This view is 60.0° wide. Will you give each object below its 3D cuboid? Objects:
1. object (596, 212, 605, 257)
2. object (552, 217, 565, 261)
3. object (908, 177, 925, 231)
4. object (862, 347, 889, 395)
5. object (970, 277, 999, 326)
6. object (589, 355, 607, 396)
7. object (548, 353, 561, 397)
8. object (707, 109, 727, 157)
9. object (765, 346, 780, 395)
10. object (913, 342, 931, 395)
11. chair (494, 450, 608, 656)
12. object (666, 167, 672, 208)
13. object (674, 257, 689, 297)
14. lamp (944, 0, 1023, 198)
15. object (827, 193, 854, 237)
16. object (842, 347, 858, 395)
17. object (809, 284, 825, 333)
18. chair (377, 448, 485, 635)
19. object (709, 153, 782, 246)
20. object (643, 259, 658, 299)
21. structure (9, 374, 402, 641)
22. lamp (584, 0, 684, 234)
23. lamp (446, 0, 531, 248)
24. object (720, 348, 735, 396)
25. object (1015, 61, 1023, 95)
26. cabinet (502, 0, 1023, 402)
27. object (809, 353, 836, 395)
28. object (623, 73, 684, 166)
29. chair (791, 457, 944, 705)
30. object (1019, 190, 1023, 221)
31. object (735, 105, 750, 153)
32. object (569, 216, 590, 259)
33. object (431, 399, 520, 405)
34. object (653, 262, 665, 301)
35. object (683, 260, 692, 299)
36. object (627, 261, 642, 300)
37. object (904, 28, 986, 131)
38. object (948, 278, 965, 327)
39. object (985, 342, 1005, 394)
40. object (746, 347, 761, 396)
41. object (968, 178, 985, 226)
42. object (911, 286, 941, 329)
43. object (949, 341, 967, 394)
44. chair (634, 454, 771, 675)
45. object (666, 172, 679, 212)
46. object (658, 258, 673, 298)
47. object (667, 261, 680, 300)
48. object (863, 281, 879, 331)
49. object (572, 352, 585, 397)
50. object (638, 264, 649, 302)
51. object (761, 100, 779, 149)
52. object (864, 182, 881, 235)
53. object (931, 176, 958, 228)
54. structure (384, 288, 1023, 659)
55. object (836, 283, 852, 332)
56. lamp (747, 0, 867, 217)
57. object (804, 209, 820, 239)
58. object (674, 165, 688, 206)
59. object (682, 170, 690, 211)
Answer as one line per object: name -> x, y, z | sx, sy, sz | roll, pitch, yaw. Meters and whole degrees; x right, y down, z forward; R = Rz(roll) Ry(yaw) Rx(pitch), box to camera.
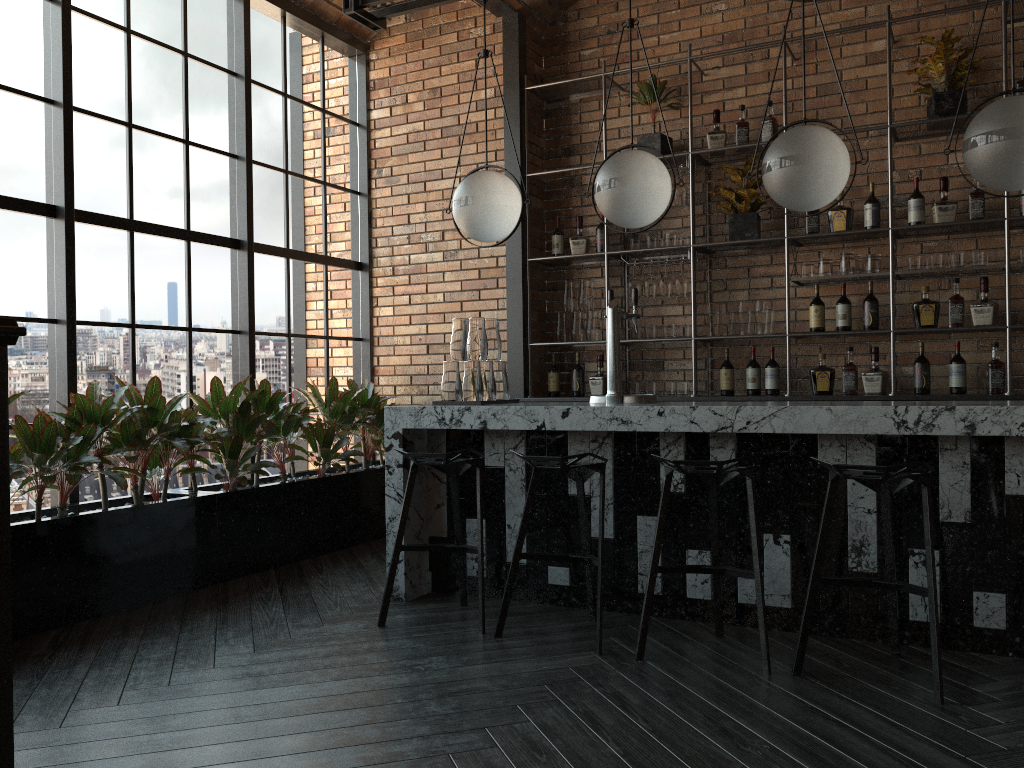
object -> 0.601, -1.000, 5.900 | 0.086, 0.299, 0.086 | -1, 0, -14
object -> 0.317, -0.996, 6.079 | 0.086, 0.298, 0.086 | -1, 0, -14
object -> 2.294, -1.024, 5.027 | 0.086, 0.298, 0.086 | -1, 0, -14
object -> 2.096, -0.076, 5.115 | 0.123, 0.279, 0.123 | -1, 0, 41
object -> 2.588, -0.446, 4.856 | 0.123, 0.279, 0.123 | -1, 0, 41
object -> 0.589, -0.055, 5.896 | 0.123, 0.279, 0.123 | -1, 0, 41
object -> 0.289, -0.060, 6.073 | 0.086, 0.299, 0.086 | -1, 0, -14
object -> 1.280, -1.572, 5.540 | 0.123, 0.279, 0.123 | -1, 0, 16
object -> 1.587, -0.079, 5.402 | 0.086, 0.298, 0.086 | -1, 0, -14
object -> 2.307, -0.089, 4.993 | 0.086, 0.297, 0.086 | -1, 0, -29
chair -> 0.227, 0.624, 3.530 | 0.475, 0.737, 0.414 | -1, 0, 32
object -> 0.963, -1.241, 5.604 | 0.092, 0.244, 0.092 | -1, 0, 33
object -> 1.063, -0.670, 5.557 | 0.092, 0.244, 0.092 | -1, 0, 33
lamp -> 1.824, -1.560, 3.238 | 0.340, 1.754, 0.340 | -1, 0, -17
object -> 1.930, -0.992, 5.207 | 0.151, 0.248, 0.094 | -1, 0, 31
object -> 1.979, -0.077, 5.191 | 0.083, 0.282, 0.083 | -1, 0, 27
object -> 1.817, -0.445, 5.278 | 0.086, 0.299, 0.086 | -1, 0, -14
chair -> -0.280, 0.631, 3.793 | 0.475, 0.737, 0.414 | -1, 0, 17
object -> 1.434, -1.124, 5.433 | 0.430, 0.526, 0.425 | -1, 0, 40
object -> 0.883, -0.667, 5.650 | 0.092, 0.244, 0.092 | -1, 0, 33
structure -> -1.670, 0.484, 4.578 | 0.757, 1.072, 4.107 | -1, 0, 26
lamp -> 0.522, -1.542, 3.912 | 0.340, 1.754, 0.340 | -1, 0, -17
lamp -> -0.128, -1.533, 4.250 | 0.340, 1.754, 0.340 | -1, 0, -17
object -> 1.341, -0.075, 5.528 | 0.086, 0.299, 0.086 | -1, 0, -14
object -> 2.758, -1.595, 4.773 | 0.083, 0.282, 0.083 | -1, 0, 27
cabinet -> 1.523, -0.856, 5.376 | 7.075, 3.779, 0.564 | -1, 0, 27
object -> 1.842, -0.057, 5.261 | 0.151, 0.248, 0.094 | -1, 0, 16
object -> 0.925, -1.705, 5.751 | 0.377, 0.554, 0.422 | -1, 0, 15
chair -> 1.243, 0.610, 3.003 | 0.475, 0.737, 0.414 | -1, 0, 37
object -> 2.779, -1.031, 4.771 | 0.086, 0.299, 0.086 | -1, 0, -14
object -> 1.420, -1.576, 5.467 | 0.083, 0.282, 0.083 | -1, 0, 12
object -> 0.455, -0.987, 5.956 | 0.123, 0.279, 0.123 | -1, 0, 16
object -> -0.173, 0.089, 4.386 | 0.273, 0.019, 0.437 | -1, 0, 27
object -> 0.959, -0.668, 5.797 | 0.092, 0.244, 0.092 | -1, 0, 33
object -> 1.139, -0.671, 5.703 | 0.092, 0.244, 0.092 | -1, 0, 33
object -> 0.786, -0.666, 5.701 | 0.092, 0.244, 0.092 | -1, 0, 33
object -> 2.426, -1.712, 4.985 | 0.425, 0.526, 0.430 | -1, 0, 30
object -> 2.472, -0.447, 4.932 | 0.083, 0.282, 0.083 | -1, 0, 27
object -> 2.642, -0.086, 4.847 | 0.083, 0.282, 0.083 | -1, 0, 12
object -> 1.493, -0.078, 5.478 | 0.086, 0.298, 0.086 | -1, 0, -14
object -> 2.559, -1.019, 4.882 | 0.083, 0.282, 0.083 | -1, 0, 27
object -> 2.335, -0.427, 5.003 | 0.151, 0.248, 0.094 | -1, 0, 16
object -> 2.483, -0.092, 4.938 | 0.086, 0.298, 0.086 | -1, 0, -14
chair -> 0.727, 0.617, 3.271 | 0.475, 0.737, 0.414 | -1, 0, 22
object -> 1.039, -1.242, 5.750 | 0.092, 0.244, 0.092 | -1, 0, 33
object -> 0.971, -0.668, 5.605 | 0.092, 0.244, 0.092 | -1, 0, 33
object -> 1.047, -0.670, 5.751 | 0.092, 0.244, 0.092 | -1, 0, 33
object -> 2.080, -0.450, 5.139 | 0.086, 0.297, 0.086 | -1, 0, -14
object -> 0.445, -0.063, 5.958 | 0.086, 0.297, 0.086 | -1, 0, -29
object -> 0.862, -0.667, 5.847 | 0.092, 0.244, 0.092 | -1, 0, 33
object -> 1.567, -1.578, 5.390 | 0.083, 0.282, 0.083 | -1, 0, 42
object -> 2.089, -1.020, 5.141 | 0.086, 0.298, 0.086 | -1, 0, -14
object -> 2.409, -1.015, 4.944 | 0.123, 0.279, 0.123 | -1, 0, 16
structure -> 2.227, 0.248, 3.738 | 5.346, 1.430, 1.930 | -1, 0, 27
object -> 1.958, -0.448, 5.234 | 0.086, 0.298, 0.086 | -1, 0, -14
lamp -> 1.173, -1.551, 3.575 | 0.340, 1.754, 0.340 | -1, 0, -17
object -> 1.788, -1.008, 5.281 | 0.083, 0.282, 0.083 | -1, 0, 12
object -> 1.055, -1.242, 5.556 | 0.092, 0.244, 0.092 | -1, 0, 33
object -> 1.131, -1.244, 5.702 | 0.092, 0.244, 0.092 | -1, 0, 33
